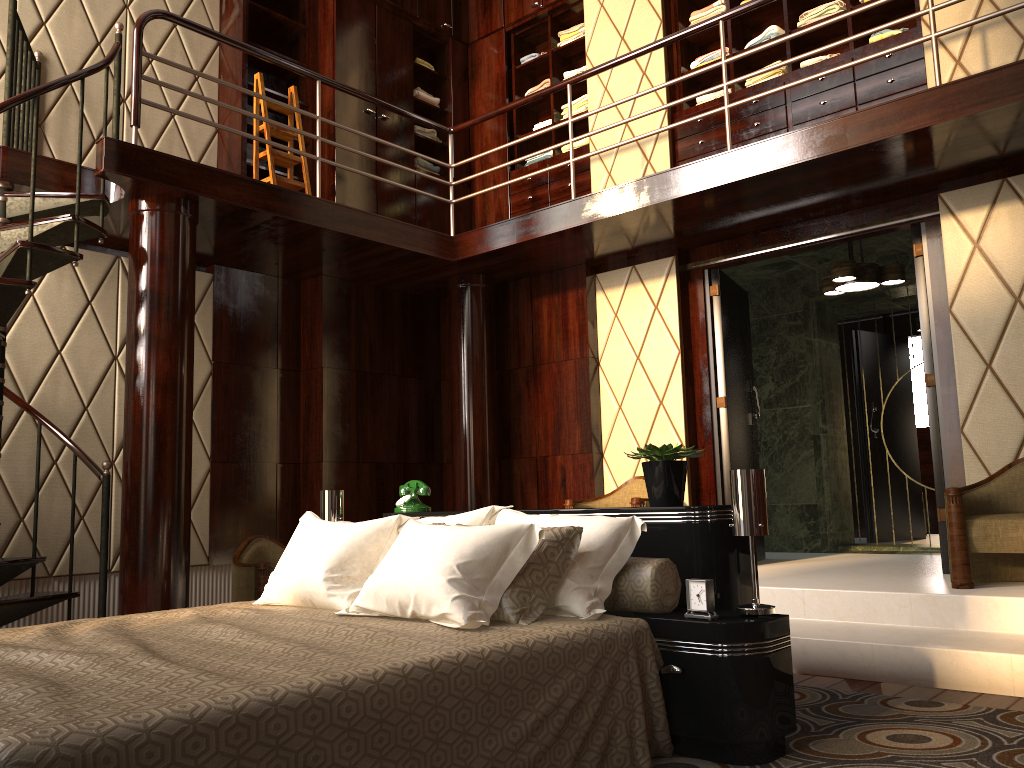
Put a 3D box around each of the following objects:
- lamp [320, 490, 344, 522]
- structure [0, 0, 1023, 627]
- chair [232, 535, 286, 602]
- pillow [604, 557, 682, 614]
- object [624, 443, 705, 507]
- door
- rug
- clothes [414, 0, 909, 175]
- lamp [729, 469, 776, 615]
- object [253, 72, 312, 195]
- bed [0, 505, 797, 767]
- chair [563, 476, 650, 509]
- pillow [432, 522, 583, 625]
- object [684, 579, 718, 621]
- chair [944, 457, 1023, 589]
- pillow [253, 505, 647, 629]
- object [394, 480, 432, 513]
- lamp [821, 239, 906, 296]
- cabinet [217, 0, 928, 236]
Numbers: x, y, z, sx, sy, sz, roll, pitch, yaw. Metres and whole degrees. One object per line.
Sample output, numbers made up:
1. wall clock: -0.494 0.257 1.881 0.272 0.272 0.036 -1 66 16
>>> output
1. lamp: -0.725 0.625 3.590 0.109 0.385 0.106 5 -10 -41
2. structure: 0.407 -0.459 3.507 6.107 3.189 3.750 -8 -10 41
3. chair: -1.269 1.107 4.863 0.462 0.550 0.571 -8 -10 41
4. pillow: -0.071 0.651 2.982 1.396 0.167 0.173 -8 -10 41
5. object: 0.495 0.294 2.871 0.256 0.205 0.241 -5 -8 23
6. door: 1.888 0.158 5.203 1.435 1.820 0.828 -8 -10 40
7. rug: -0.579 0.994 2.134 2.910 0.006 3.735 -8 -10 41
8. clothes: 1.341 -2.187 5.531 4.996 0.954 0.818 -7 -9 34
9. lamp: 0.657 0.428 2.430 0.109 0.385 0.106 5 -10 -41
10. object: -1.383 -1.419 5.399 0.258 0.974 0.275 -8 -10 41
11. bed: -0.612 0.692 2.354 1.985 0.660 2.381 -8 -10 41
12. chair: 0.635 0.806 5.114 0.571 0.550 0.462 -8 -10 41
13. pillow: -0.271 0.566 2.713 1.123 0.271 0.293 -8 -10 41
14. object: 0.506 0.578 2.382 0.034 0.103 0.088 5 -10 -40
15. chair: 2.186 0.578 3.760 0.571 0.550 0.462 -8 -10 41
16. pillow: -0.274 0.545 2.752 1.322 0.320 0.685 -9 -10 42
17. object: -0.403 0.462 3.653 0.158 0.131 0.178 -2 -8 4
18. lamp: 2.120 -0.765 5.571 0.515 0.347 0.467 1 -8 -19
19. cabinet: 1.189 -2.257 4.705 6.767 2.432 2.576 -8 -10 41
